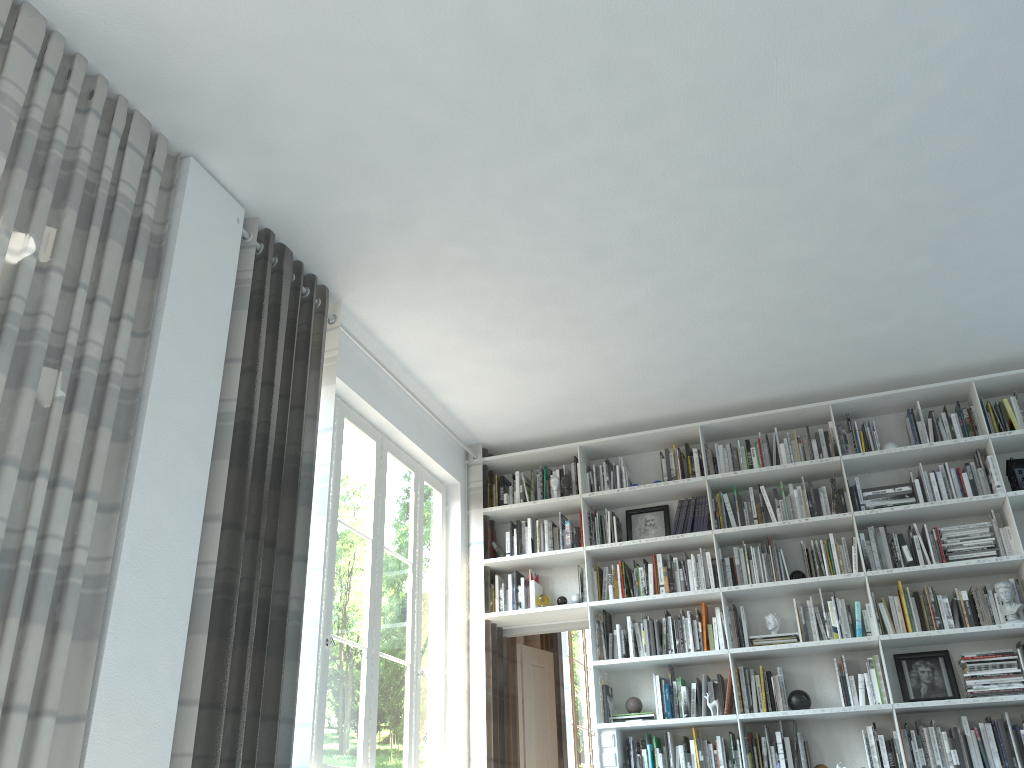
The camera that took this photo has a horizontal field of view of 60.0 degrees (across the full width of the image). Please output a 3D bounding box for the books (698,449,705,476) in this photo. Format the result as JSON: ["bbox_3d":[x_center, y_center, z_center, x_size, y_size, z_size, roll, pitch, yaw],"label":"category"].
[{"bbox_3d":[1.307,0.585,6.016,0.039,0.250,0.147,-10,-28,17],"label":"books"}]

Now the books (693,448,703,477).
[{"bbox_3d":[1.268,0.583,6.015,0.031,0.253,0.179,-10,-28,17],"label":"books"}]

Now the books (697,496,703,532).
[{"bbox_3d":[1.257,0.909,5.881,0.079,0.284,0.175,-10,-28,17],"label":"books"}]

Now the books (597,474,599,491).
[{"bbox_3d":[0.623,0.739,6.213,0.017,0.193,0.130,-10,-28,17],"label":"books"}]

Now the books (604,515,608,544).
[{"bbox_3d":[0.662,1.029,6.033,0.019,0.242,0.154,-10,-28,17],"label":"books"}]

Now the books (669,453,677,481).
[{"bbox_3d":[1.113,0.613,6.057,0.028,0.248,0.156,-10,-28,17],"label":"books"}]

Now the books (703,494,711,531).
[{"bbox_3d":[1.294,0.893,5.853,0.079,0.284,0.175,-10,-28,17],"label":"books"}]

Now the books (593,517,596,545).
[{"bbox_3d":[0.587,1.048,6.061,0.005,0.237,0.154,-10,-28,17],"label":"books"}]

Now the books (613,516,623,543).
[{"bbox_3d":[0.721,1.025,5.998,0.012,0.213,0.186,-10,-28,17],"label":"books"}]

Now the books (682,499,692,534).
[{"bbox_3d":[1.175,0.927,5.900,0.110,0.278,0.175,-11,-28,17],"label":"books"}]

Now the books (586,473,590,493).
[{"bbox_3d":[0.555,0.742,6.225,0.017,0.203,0.143,-10,-28,17],"label":"books"}]

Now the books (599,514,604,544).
[{"bbox_3d":[0.624,1.027,6.030,0.004,0.245,0.189,-10,-28,17],"label":"books"}]

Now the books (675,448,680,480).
[{"bbox_3d":[1.149,0.596,6.064,0.013,0.282,0.167,-10,-28,17],"label":"books"}]

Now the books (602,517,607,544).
[{"bbox_3d":[0.648,1.037,6.022,0.018,0.217,0.187,-10,-28,17],"label":"books"}]

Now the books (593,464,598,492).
[{"bbox_3d":[0.604,0.711,6.218,0.012,0.248,0.180,-10,-28,17],"label":"books"}]

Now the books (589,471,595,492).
[{"bbox_3d":[0.586,0.736,6.222,0.032,0.209,0.159,-10,-28,17],"label":"books"}]

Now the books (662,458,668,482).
[{"bbox_3d":[1.066,0.638,6.070,0.028,0.217,0.153,-10,-28,17],"label":"books"}]

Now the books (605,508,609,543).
[{"bbox_3d":[0.672,1.009,6.037,0.005,0.279,0.191,-10,-28,17],"label":"books"}]

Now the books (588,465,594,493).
[{"bbox_3d":[0.567,0.718,6.239,0.007,0.257,0.157,-10,-28,17],"label":"books"}]

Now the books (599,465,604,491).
[{"bbox_3d":[0.647,0.707,6.206,0.016,0.242,0.157,-10,-28,17],"label":"books"}]

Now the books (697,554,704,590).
[{"bbox_3d":[1.233,1.246,5.715,0.024,0.264,0.155,-10,-28,17],"label":"books"}]

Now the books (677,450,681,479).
[{"bbox_3d":[1.156,0.598,6.046,0.010,0.262,0.157,-10,-28,17],"label":"books"}]

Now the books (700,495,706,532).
[{"bbox_3d":[1.277,0.903,5.871,0.079,0.284,0.175,-10,-28,17],"label":"books"}]

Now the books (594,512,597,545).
[{"bbox_3d":[0.592,1.030,6.068,0.005,0.276,0.147,-10,-28,17],"label":"books"}]

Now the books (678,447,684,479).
[{"bbox_3d":[1.166,0.592,6.046,0.011,0.273,0.184,-10,-28,17],"label":"books"}]

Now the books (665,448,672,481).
[{"bbox_3d":[1.088,0.604,6.072,0.024,0.278,0.188,-10,-28,17],"label":"books"}]

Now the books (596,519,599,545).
[{"bbox_3d":[0.603,1.044,6.029,0.004,0.213,0.187,-10,-28,17],"label":"books"}]

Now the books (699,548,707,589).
[{"bbox_3d":[1.240,1.219,5.691,0.012,0.289,0.183,-10,-28,17],"label":"books"}]

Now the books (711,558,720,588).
[{"bbox_3d":[1.314,1.237,5.635,0.039,0.201,0.237,-10,-28,17],"label":"books"}]

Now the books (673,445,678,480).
[{"bbox_3d":[1.141,0.589,6.089,0.014,0.319,0.137,-10,-28,17],"label":"books"}]

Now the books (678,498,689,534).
[{"bbox_3d":[1.148,0.923,5.891,0.110,0.278,0.175,-11,-28,17],"label":"books"}]

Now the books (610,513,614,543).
[{"bbox_3d":[0.701,1.017,6.021,0.011,0.248,0.169,-10,-28,17],"label":"books"}]

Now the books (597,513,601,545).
[{"bbox_3d":[0.613,1.029,6.049,0.009,0.259,0.184,-10,-28,17],"label":"books"}]

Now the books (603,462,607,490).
[{"bbox_3d":[0.673,0.692,6.198,0.016,0.259,0.155,-10,-28,17],"label":"books"}]

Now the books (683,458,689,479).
[{"bbox_3d":[1.198,0.625,6.022,0.027,0.189,0.178,-10,-28,17],"label":"books"}]

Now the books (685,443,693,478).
[{"bbox_3d":[1.217,0.569,6.030,0.025,0.295,0.164,-10,-28,17],"label":"books"}]

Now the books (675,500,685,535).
[{"bbox_3d":[1.132,0.935,5.913,0.110,0.278,0.175,-11,-28,17],"label":"books"}]

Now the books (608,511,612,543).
[{"bbox_3d":[0.682,1.013,6.020,0.023,0.257,0.184,-10,-28,17],"label":"books"}]

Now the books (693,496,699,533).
[{"bbox_3d":[1.234,0.911,5.884,0.079,0.284,0.175,-10,-28,17],"label":"books"}]

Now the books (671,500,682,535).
[{"bbox_3d":[1.108,0.935,5.912,0.110,0.278,0.175,-11,-28,17],"label":"books"}]

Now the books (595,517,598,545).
[{"bbox_3d":[0.600,1.044,6.042,0.009,0.227,0.185,-10,-28,17],"label":"books"}]

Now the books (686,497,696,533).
[{"bbox_3d":[1.196,0.911,5.875,0.097,0.281,0.175,-10,-28,17],"label":"books"}]

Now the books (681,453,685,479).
[{"bbox_3d":[1.187,0.611,6.063,0.013,0.253,0.130,-10,-28,17],"label":"books"}]

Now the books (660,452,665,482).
[{"bbox_3d":[1.050,0.621,6.100,0.013,0.276,0.151,-10,-28,17],"label":"books"}]

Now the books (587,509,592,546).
[{"bbox_3d":[0.549,1.024,6.072,0.005,0.291,0.185,-10,-28,17],"label":"books"}]

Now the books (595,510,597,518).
[{"bbox_3d":[0.597,1.025,6.071,0.006,0.287,0.144,-10,-28,17],"label":"books"}]

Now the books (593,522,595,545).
[{"bbox_3d":[0.578,1.065,6.056,0.015,0.206,0.173,-10,-28,17],"label":"books"}]

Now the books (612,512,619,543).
[{"bbox_3d":[0.711,1.013,6.017,0.012,0.253,0.167,-10,-28,17],"label":"books"}]

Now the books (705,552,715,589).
[{"bbox_3d":[1.286,1.227,5.680,0.035,0.262,0.178,-10,-28,17],"label":"books"}]

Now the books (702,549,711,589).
[{"bbox_3d":[1.260,1.222,5.697,0.022,0.288,0.170,-10,-28,17],"label":"books"}]

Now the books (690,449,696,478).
[{"bbox_3d":[1.248,0.591,6.035,0.022,0.259,0.153,-10,-28,17],"label":"books"}]

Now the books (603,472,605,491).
[{"bbox_3d":[0.664,0.731,6.198,0.014,0.191,0.147,-10,-28,17],"label":"books"}]

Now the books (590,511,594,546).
[{"bbox_3d":[0.566,1.029,6.075,0.006,0.286,0.149,-10,-28,17],"label":"books"}]

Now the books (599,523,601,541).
[{"bbox_3d":[0.625,1.036,6.051,0.010,0.248,0.166,-10,-28,17],"label":"books"}]

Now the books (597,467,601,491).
[{"bbox_3d":[0.632,0.716,6.202,0.013,0.224,0.177,-10,-28,17],"label":"books"}]

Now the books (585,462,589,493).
[{"bbox_3d":[0.545,0.712,6.254,0.007,0.283,0.160,-10,-28,17],"label":"books"}]
